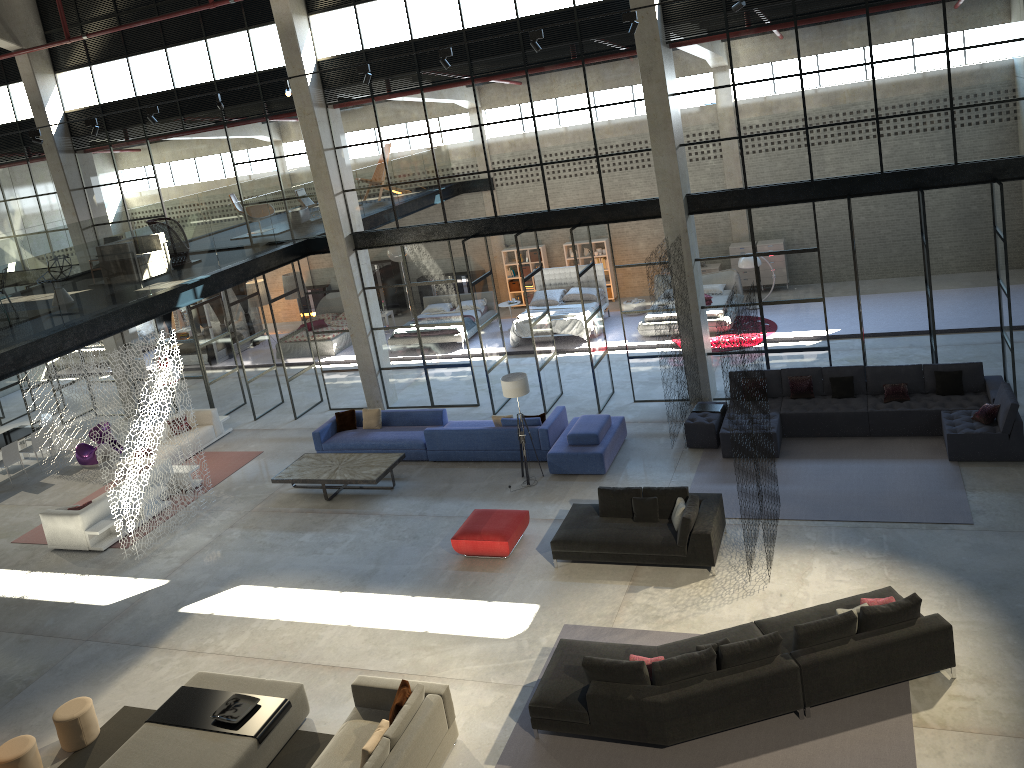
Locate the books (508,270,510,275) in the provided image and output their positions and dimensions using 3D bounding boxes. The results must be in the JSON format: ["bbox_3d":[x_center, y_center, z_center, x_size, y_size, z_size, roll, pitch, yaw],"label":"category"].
[{"bbox_3d":[-0.043,-3.215,25.439,0.030,0.210,0.181,-5,14,23],"label":"books"}]

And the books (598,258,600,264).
[{"bbox_3d":[2.469,-3.371,24.418,0.064,0.325,0.261,-5,14,23],"label":"books"}]

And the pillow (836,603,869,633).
[{"bbox_3d":[3.312,2.287,8.560,0.342,0.292,0.227,-11,13,-4],"label":"pillow"}]

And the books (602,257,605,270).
[{"bbox_3d":[2.563,-3.366,24.362,0.036,0.323,0.261,-5,14,23],"label":"books"}]

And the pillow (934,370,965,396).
[{"bbox_3d":[6.770,-0.009,13.590,0.399,0.372,0.204,-4,14,23],"label":"pillow"}]

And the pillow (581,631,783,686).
[{"bbox_3d":[1.616,2.670,8.239,1.890,0.409,0.448,-9,15,2],"label":"pillow"}]

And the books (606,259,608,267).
[{"bbox_3d":[2.675,-3.352,24.323,0.020,0.280,0.261,-5,15,23],"label":"books"}]

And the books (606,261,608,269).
[{"bbox_3d":[2.658,-3.338,24.337,0.018,0.250,0.262,-5,15,23],"label":"books"}]

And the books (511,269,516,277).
[{"bbox_3d":[0.041,-3.216,25.414,0.074,0.199,0.164,-5,14,23],"label":"books"}]

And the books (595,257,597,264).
[{"bbox_3d":[2.384,-3.360,24.435,0.068,0.326,0.261,-5,14,23],"label":"books"}]

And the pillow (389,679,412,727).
[{"bbox_3d":[-1.081,3.105,8.381,0.259,0.361,0.412,-9,15,2],"label":"pillow"}]

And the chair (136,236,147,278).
[{"bbox_3d":[-6.827,-2.213,15.910,0.801,0.810,1.018,-4,16,22],"label":"chair"}]

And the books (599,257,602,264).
[{"bbox_3d":[2.492,-3.369,24.389,0.055,0.332,0.261,-5,14,23],"label":"books"}]

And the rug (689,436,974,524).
[{"bbox_3d":[4.462,1.309,12.663,3.613,0.019,2.746,-2,20,22],"label":"rug"}]

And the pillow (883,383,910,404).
[{"bbox_3d":[6.041,0.142,13.798,0.382,0.225,0.338,-3,17,22],"label":"pillow"}]

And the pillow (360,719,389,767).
[{"bbox_3d":[-1.234,3.296,7.867,0.206,0.371,0.416,-4,16,24],"label":"pillow"}]

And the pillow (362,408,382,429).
[{"bbox_3d":[-2.646,0.662,16.579,0.400,0.371,0.214,-3,14,23],"label":"pillow"}]

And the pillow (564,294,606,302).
[{"bbox_3d":[1.851,-2.217,22.297,0.955,0.322,0.742,-2,18,23],"label":"pillow"}]

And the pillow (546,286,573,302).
[{"bbox_3d":[1.110,-2.299,22.720,1.048,0.314,0.507,-2,17,22],"label":"pillow"}]

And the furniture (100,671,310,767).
[{"bbox_3d":[-3.091,3.635,8.904,1.442,0.388,1.594,-2,19,22],"label":"furniture"}]

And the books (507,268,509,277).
[{"bbox_3d":[-0.095,-3.235,25.454,0.019,0.254,0.181,-5,14,23],"label":"books"}]

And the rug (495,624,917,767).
[{"bbox_3d":[1.819,3.206,8.284,3.613,0.019,2.746,-2,20,22],"label":"rug"}]

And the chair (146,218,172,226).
[{"bbox_3d":[-6.922,-2.877,17.726,0.689,0.960,0.850,-11,14,-6],"label":"chair"}]

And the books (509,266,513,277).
[{"bbox_3d":[-0.011,-3.247,25.411,0.048,0.279,0.191,-5,14,23],"label":"books"}]

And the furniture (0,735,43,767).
[{"bbox_3d":[-5.098,3.925,9.063,0.400,0.390,0.414,1,18,36],"label":"furniture"}]

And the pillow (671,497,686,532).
[{"bbox_3d":[2.124,1.646,11.117,0.208,0.307,0.352,-9,15,2],"label":"pillow"}]

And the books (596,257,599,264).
[{"bbox_3d":[2.426,-3.363,24.417,0.059,0.325,0.261,-5,14,23],"label":"books"}]

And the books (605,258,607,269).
[{"bbox_3d":[2.633,-3.340,24.331,0.022,0.267,0.262,-5,15,23],"label":"books"}]

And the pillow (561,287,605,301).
[{"bbox_3d":[1.804,-2.280,22.213,0.975,0.284,0.717,-2,19,24],"label":"pillow"}]

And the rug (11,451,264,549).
[{"bbox_3d":[-6.781,2.042,16.268,2.636,0.019,3.764,-2,19,22],"label":"rug"}]

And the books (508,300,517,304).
[{"bbox_3d":[0.015,-2.144,22.901,0.229,0.041,0.310,-10,18,-2],"label":"books"}]

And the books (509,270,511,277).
[{"bbox_3d":[-0.029,-3.237,25.427,0.033,0.255,0.181,-5,14,23],"label":"books"}]

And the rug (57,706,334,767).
[{"bbox_3d":[-3.227,4.108,8.166,3.613,0.019,2.746,-2,20,22],"label":"rug"}]

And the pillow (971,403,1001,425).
[{"bbox_3d":[6.768,0.390,12.488,0.339,0.281,0.355,-11,15,-3],"label":"pillow"}]

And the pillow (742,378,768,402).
[{"bbox_3d":[4.060,0.095,14.690,0.411,0.336,0.244,-3,15,23],"label":"pillow"}]

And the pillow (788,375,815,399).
[{"bbox_3d":[4.750,0.056,14.414,0.404,0.367,0.198,-4,14,23],"label":"pillow"}]

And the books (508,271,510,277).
[{"bbox_3d":[-0.058,-3.198,25.449,0.012,0.177,0.148,-5,14,23],"label":"books"}]

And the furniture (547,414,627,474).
[{"bbox_3d":[1.253,0.906,14.569,0.945,0.539,1.594,-3,18,22],"label":"furniture"}]

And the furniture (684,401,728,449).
[{"bbox_3d":[3.240,0.664,14.539,0.507,0.442,0.994,-2,18,27],"label":"furniture"}]

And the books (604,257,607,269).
[{"bbox_3d":[2.612,-3.349,24.347,0.027,0.280,0.261,-5,15,23],"label":"books"}]

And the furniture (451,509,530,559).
[{"bbox_3d":[-0.278,2.071,12.213,0.851,0.366,0.886,-3,18,22],"label":"furniture"}]

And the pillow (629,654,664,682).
[{"bbox_3d":[1.301,2.696,8.332,0.340,0.300,0.206,-5,14,18],"label":"pillow"}]

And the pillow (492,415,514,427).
[{"bbox_3d":[-0.120,0.697,15.165,0.400,0.371,0.214,-3,14,23],"label":"pillow"}]

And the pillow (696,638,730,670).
[{"bbox_3d":[1.917,2.583,8.345,0.357,0.311,0.202,-12,13,-8],"label":"pillow"}]

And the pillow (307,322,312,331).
[{"bbox_3d":[-5.544,-1.632,24.372,0.875,0.206,0.652,-9,17,2],"label":"pillow"}]

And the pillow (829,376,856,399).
[{"bbox_3d":[5.343,0.066,14.174,0.382,0.326,0.226,-4,14,20],"label":"pillow"}]

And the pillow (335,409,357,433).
[{"bbox_3d":[-3.164,0.700,16.748,0.398,0.362,0.267,-9,13,2],"label":"pillow"}]

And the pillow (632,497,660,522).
[{"bbox_3d":[1.737,1.626,11.396,0.341,0.299,0.194,-4,14,20],"label":"pillow"}]

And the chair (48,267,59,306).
[{"bbox_3d":[-7.882,-1.771,15.164,0.568,0.780,0.621,-12,14,-9],"label":"chair"}]

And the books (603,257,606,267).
[{"bbox_3d":[2.597,-3.352,24.373,0.020,0.274,0.261,-5,15,23],"label":"books"}]

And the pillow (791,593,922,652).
[{"bbox_3d":[3.307,2.324,8.408,1.304,0.400,0.278,-12,13,-7],"label":"pillow"}]

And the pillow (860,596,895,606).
[{"bbox_3d":[3.600,2.204,8.656,0.336,0.280,0.258,-7,14,9],"label":"pillow"}]

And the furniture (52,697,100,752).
[{"bbox_3d":[-4.742,3.701,9.558,0.399,0.390,0.415,-7,15,12],"label":"furniture"}]

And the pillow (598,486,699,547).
[{"bbox_3d":[1.876,1.592,11.372,0.760,0.407,1.596,-22,21,-35],"label":"pillow"}]

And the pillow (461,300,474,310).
[{"bbox_3d":[-1.629,-2.069,23.954,1.920,0.305,0.568,-2,18,22],"label":"pillow"}]

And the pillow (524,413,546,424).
[{"bbox_3d":[0.399,0.668,14.998,0.398,0.362,0.267,-9,13,2],"label":"pillow"}]

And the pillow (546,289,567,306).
[{"bbox_3d":[0.915,-2.184,22.478,1.022,0.364,0.689,-1,18,25],"label":"pillow"}]

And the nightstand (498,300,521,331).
[{"bbox_3d":[-0.015,-1.766,22.925,0.602,0.681,0.619,-11,14,-5],"label":"nightstand"}]
